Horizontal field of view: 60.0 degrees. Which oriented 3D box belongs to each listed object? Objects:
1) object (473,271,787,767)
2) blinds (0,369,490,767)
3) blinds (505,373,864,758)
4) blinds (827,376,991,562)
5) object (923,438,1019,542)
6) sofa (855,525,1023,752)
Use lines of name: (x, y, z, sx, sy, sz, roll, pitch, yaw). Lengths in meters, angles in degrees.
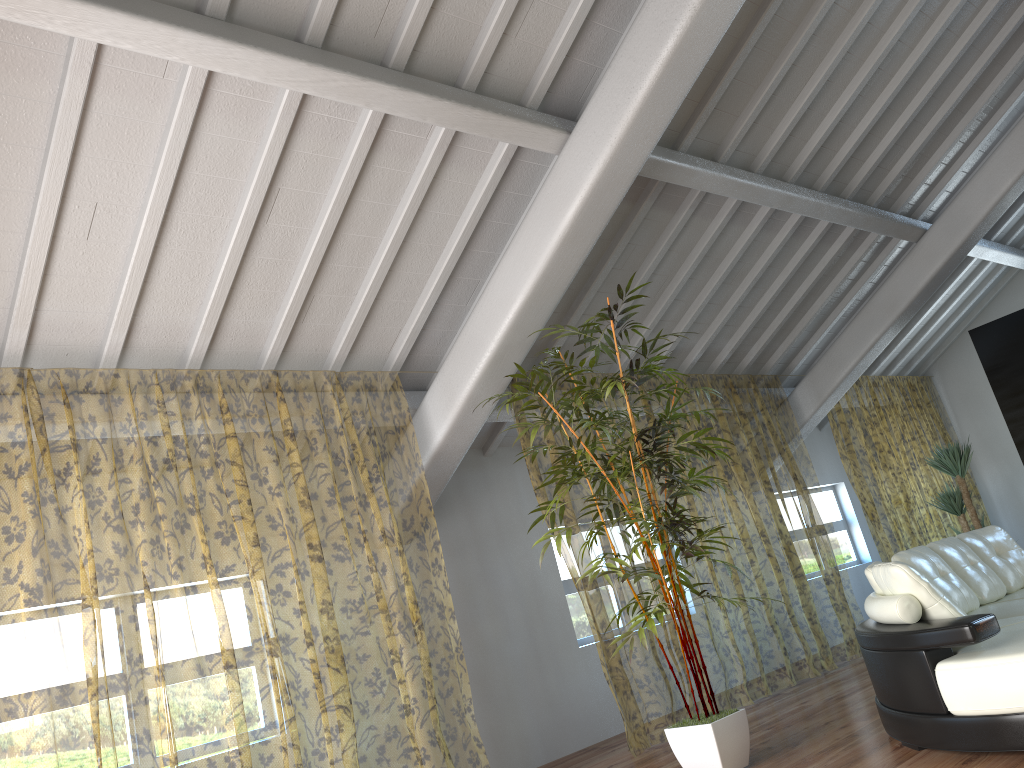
object: (0.770, 0.731, 4.627, 1.399, 2.473, 1.177, -9, -16, -19)
blinds: (-1.665, 1.125, 3.908, 3.505, 2.546, 0.306, 0, -21, -42)
blinds: (1.514, 1.116, 6.813, 3.505, 2.546, 0.306, 0, -21, -42)
blinds: (4.294, 1.110, 9.358, 2.780, 2.546, 0.306, 0, -21, -42)
object: (3.954, 1.251, 7.619, 0.564, 1.586, 0.588, -12, -16, -10)
sofa: (2.533, 1.168, 4.597, 1.359, 0.805, 3.047, -22, -17, 24)
